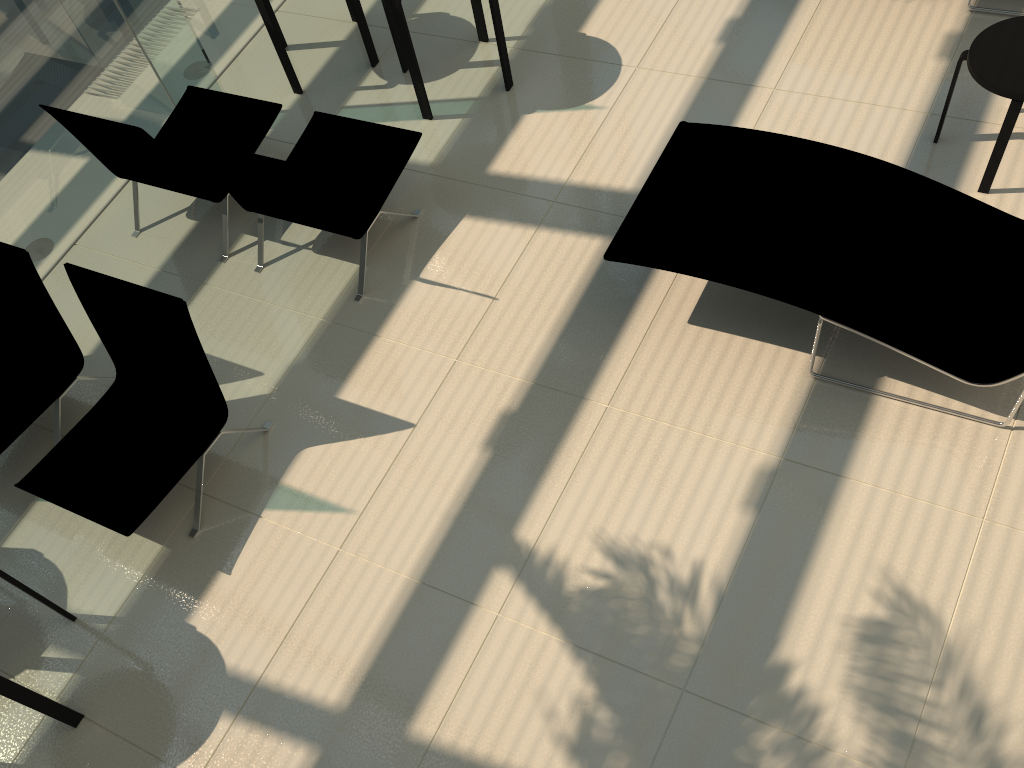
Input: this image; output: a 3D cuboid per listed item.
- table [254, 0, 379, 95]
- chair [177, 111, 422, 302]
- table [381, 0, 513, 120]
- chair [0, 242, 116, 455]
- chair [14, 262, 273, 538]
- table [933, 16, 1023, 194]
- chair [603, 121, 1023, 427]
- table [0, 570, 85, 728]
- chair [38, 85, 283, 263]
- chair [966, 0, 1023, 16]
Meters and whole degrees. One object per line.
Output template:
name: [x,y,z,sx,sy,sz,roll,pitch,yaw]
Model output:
table: [-1.255,-2.364,5.327,0.676,0.837,0.634,-26,56,-6]
chair: [-0.999,-1.135,4.503,0.702,0.952,0.841,19,63,22]
table: [-0.401,-2.102,4.999,0.676,0.837,0.634,-26,56,-6]
chair: [-2.592,-0.083,4.239,0.702,0.952,0.841,19,63,22]
chair: [-1.771,0.169,3.923,0.702,0.952,0.841,19,63,22]
table: [2.391,-1.322,4.130,0.553,0.555,0.514,-22,56,-3]
chair: [1.480,-0.727,3.574,1.997,1.241,0.873,18,62,21]
table: [-2.261,1.117,3.557,0.680,0.837,0.629,-18,56,-1]
chair: [-1.820,-1.386,4.819,0.702,0.952,0.841,19,63,22]
chair: [2.666,-2.770,4.488,1.997,1.241,0.873,18,62,21]
